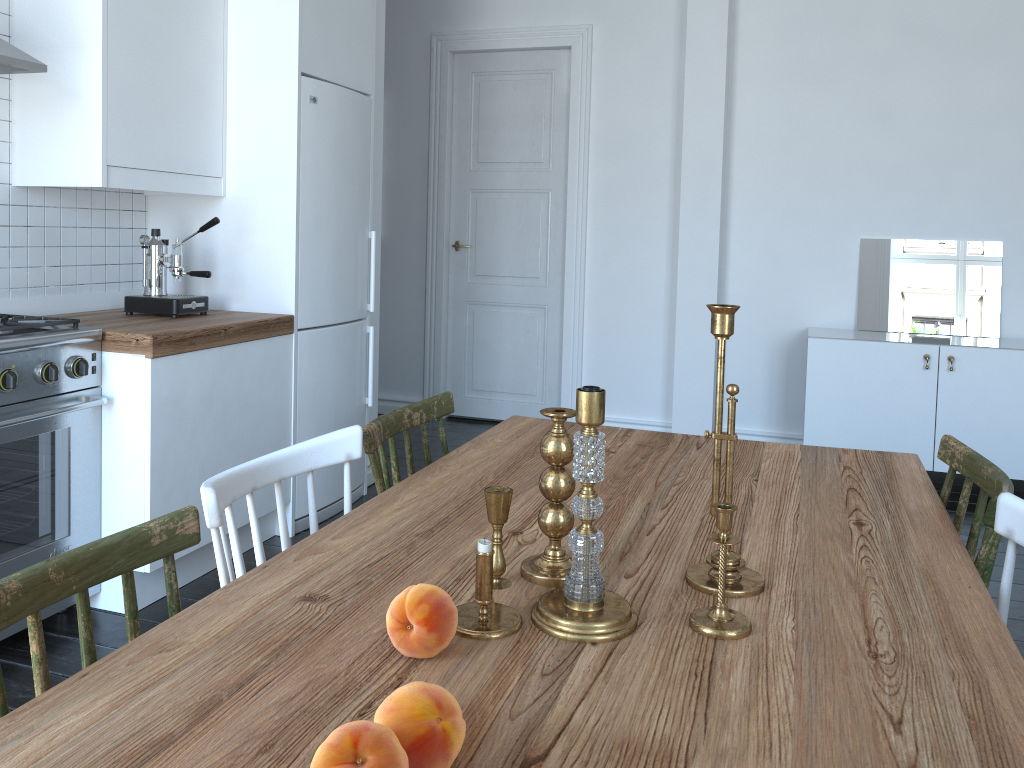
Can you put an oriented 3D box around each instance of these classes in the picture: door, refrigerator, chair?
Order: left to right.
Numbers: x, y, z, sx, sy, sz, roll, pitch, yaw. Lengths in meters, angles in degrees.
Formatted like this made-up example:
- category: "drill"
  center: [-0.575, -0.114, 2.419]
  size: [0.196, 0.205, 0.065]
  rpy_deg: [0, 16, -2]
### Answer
- category: "chair"
  center: [-0.351, 0.627, 0.977]
  size: [0.486, 0.821, 0.471]
  rpy_deg: [3, 5, 17]
- category: "refrigerator"
  center: [-1.022, -0.362, 3.800]
  size: [0.682, 1.789, 0.579]
  rpy_deg: [3, 4, 18]
- category: "chair"
  center: [-0.233, 0.542, 1.444]
  size: [0.511, 0.836, 0.469]
  rpy_deg: [3, 5, 18]
- category: "chair"
  center: [-0.060, 0.476, 1.905]
  size: [0.486, 0.821, 0.471]
  rpy_deg: [3, 5, 17]
- category: "door"
  center: [-0.032, -0.969, 5.531]
  size: [1.043, 2.457, 0.116]
  rpy_deg: [3, 3, 18]
- category: "chair"
  center: [0.645, 0.536, 1.668]
  size: [0.486, 0.821, 0.471]
  rpy_deg: [3, 5, 17]
- category: "chair"
  center: [0.527, 0.605, 1.200]
  size: [0.511, 0.836, 0.469]
  rpy_deg: [3, 5, 18]

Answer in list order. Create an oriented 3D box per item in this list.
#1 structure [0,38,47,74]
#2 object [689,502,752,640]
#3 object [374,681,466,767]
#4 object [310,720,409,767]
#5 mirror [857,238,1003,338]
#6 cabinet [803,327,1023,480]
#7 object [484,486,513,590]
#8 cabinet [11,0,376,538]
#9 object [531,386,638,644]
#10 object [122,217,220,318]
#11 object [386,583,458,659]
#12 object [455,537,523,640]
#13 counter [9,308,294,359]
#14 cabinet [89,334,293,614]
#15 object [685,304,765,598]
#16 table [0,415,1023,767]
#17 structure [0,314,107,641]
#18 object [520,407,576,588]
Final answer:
- category: "structure"
  center: [-1.731, -1.556, 2.398]
  size: [0.529, 1.295, 0.638]
  rpy_deg: [3, 5, 18]
- category: "object"
  center: [0.273, 0.237, 1.144]
  size: [0.080, 0.159, 0.081]
  rpy_deg: [0, 5, -24]
- category: "object"
  center: [-0.087, 0.323, 0.818]
  size: [0.091, 0.087, 0.083]
  rpy_deg: [8, 9, 44]
- category: "object"
  center: [-0.130, 0.332, 0.746]
  size: [0.083, 0.089, 0.089]
  rpy_deg: [2, 6, 8]
- category: "mirror"
  center: [2.234, -0.522, 4.729]
  size: [0.697, 0.499, 0.054]
  rpy_deg: [4, 4, 18]
- category: "cabinet"
  center: [2.127, 0.138, 4.493]
  size: [1.203, 0.730, 0.595]
  rpy_deg: [4, 6, 18]
- category: "object"
  center: [-0.021, 0.221, 1.266]
  size: [0.049, 0.138, 0.049]
  rpy_deg: [3, 4, 18]
- category: "cabinet"
  center: [-1.653, -0.422, 2.379]
  size: [0.782, 2.349, 3.825]
  rpy_deg: [3, 8, 22]
- category: "object"
  center: [0.099, 0.158, 1.153]
  size: [0.140, 0.308, 0.142]
  rpy_deg: [-1, 5, -29]
- category: "object"
  center: [-1.235, -0.438, 3.264]
  size: [0.354, 0.367, 0.207]
  rpy_deg: [4, 5, 18]
- category: "object"
  center: [-0.107, 0.284, 1.058]
  size: [0.085, 0.083, 0.090]
  rpy_deg: [5, 8, 31]
- category: "object"
  center: [-0.036, 0.255, 1.139]
  size: [0.102, 0.113, 0.103]
  rpy_deg: [2, 6, 4]
- category: "counter"
  center: [-1.737, -0.027, 2.079]
  size: [0.848, 0.073, 3.132]
  rpy_deg: [5, 10, 18]
- category: "cabinet"
  center: [-1.802, 0.396, 2.127]
  size: [0.731, 0.806, 3.211]
  rpy_deg: [5, 10, 26]
- category: "object"
  center: [0.318, 0.091, 1.284]
  size: [0.113, 0.408, 0.114]
  rpy_deg: [0, 4, -19]
- category: "table"
  center: [0.122, 0.652, 1.226]
  size: [1.020, 0.709, 2.250]
  rpy_deg: [4, 9, 18]
- category: "structure"
  center: [-1.676, 0.233, 2.504]
  size: [0.723, 1.012, 0.706]
  rpy_deg: [3, 5, 18]
- category: "object"
  center: [0.066, 0.162, 1.304]
  size: [0.101, 0.246, 0.101]
  rpy_deg: [5, 5, 42]
